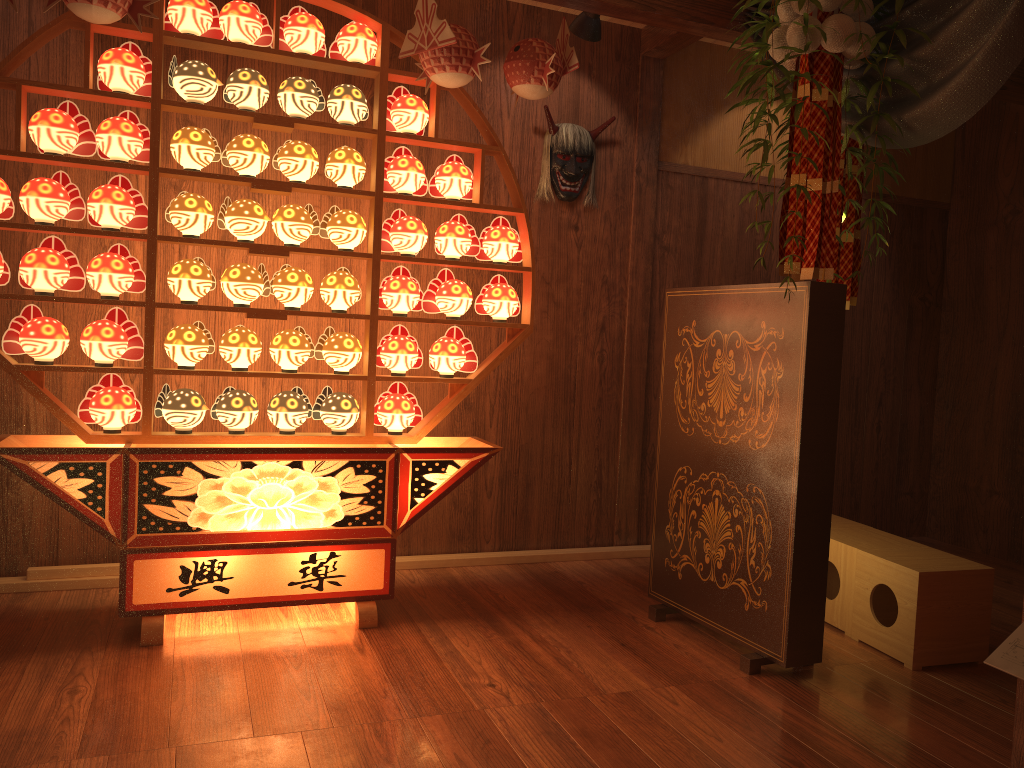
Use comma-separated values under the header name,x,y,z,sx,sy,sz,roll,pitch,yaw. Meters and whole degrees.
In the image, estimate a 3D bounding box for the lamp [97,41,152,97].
name,x,y,z,sx,sy,sz,roll,pitch,yaw
lamp,-1.267,-1.034,2.865,0.202,0.200,0.156,3,3,-7

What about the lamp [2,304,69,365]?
name,x,y,z,sx,sy,sz,roll,pitch,yaw
lamp,-1.495,-0.158,2.837,0.152,0.194,0.191,4,3,29

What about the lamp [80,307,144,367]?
name,x,y,z,sx,sy,sz,roll,pitch,yaw
lamp,-1.339,-0.156,2.895,0.200,0.200,0.157,3,3,3

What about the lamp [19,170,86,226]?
name,x,y,z,sx,sy,sz,roll,pitch,yaw
lamp,-1.488,-0.597,2.806,0.179,0.191,0.158,3,3,8

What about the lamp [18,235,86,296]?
name,x,y,z,sx,sy,sz,roll,pitch,yaw
lamp,-1.491,-0.381,2.817,0.203,0.200,0.155,2,3,-12

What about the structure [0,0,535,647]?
name,x,y,z,sx,sy,sz,roll,pitch,yaw
structure,-0.858,-0.275,3.092,2.010,2.195,0.478,2,3,-23

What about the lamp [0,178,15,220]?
name,x,y,z,sx,sy,sz,roll,pitch,yaw
lamp,-1.635,-0.599,2.743,0.196,0.187,0.151,0,4,-41

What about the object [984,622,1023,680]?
name,x,y,z,sx,sy,sz,roll,pitch,yaw
object,1.232,0.716,1.932,0.308,0.559,0.244,2,3,-22

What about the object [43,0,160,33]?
name,x,y,z,sx,sy,sz,roll,pitch,yaw
object,-1.232,-1.218,2.616,0.356,0.306,0.210,2,3,-22

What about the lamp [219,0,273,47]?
name,x,y,z,sx,sy,sz,roll,pitch,yaw
lamp,-0.926,-1.234,2.998,0.168,0.179,0.158,3,3,9

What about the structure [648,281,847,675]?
name,x,y,z,sx,sy,sz,roll,pitch,yaw
structure,0.788,0.285,3.104,0.278,1.250,0.778,2,3,-25

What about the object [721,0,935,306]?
name,x,y,z,sx,sy,sz,roll,pitch,yaw
object,0.967,-0.868,2.793,0.588,1.260,0.688,1,3,-32

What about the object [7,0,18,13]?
name,x,y,z,sx,sy,sz,roll,pitch,yaw
object,-1.538,-1.217,2.482,0.364,0.311,0.239,3,3,3

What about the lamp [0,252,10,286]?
name,x,y,z,sx,sy,sz,roll,pitch,yaw
lamp,-1.660,-0.384,2.746,0.196,0.195,0.152,1,4,-36

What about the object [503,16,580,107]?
name,x,y,z,sx,sy,sz,roll,pitch,yaw
object,0.080,-1.178,3.163,0.234,0.318,0.357,1,3,-26

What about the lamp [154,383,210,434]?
name,x,y,z,sx,sy,sz,roll,pitch,yaw
lamp,-1.109,0.086,3.015,0.155,0.167,0.140,3,3,9

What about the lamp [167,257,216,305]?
name,x,y,z,sx,sy,sz,roll,pitch,yaw
lamp,-1.092,-0.353,2.987,0.139,0.167,0.156,3,3,-1

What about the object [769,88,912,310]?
name,x,y,z,sx,sy,sz,roll,pitch,yaw
object,1.350,-0.900,3.776,0.769,1.260,0.523,1,4,-36

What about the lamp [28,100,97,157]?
name,x,y,z,sx,sy,sz,roll,pitch,yaw
lamp,-1.457,-0.820,2.804,0.200,0.200,0.157,3,3,3

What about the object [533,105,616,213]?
name,x,y,z,sx,sy,sz,roll,pitch,yaw
object,0.284,-1.015,4.069,0.373,0.453,0.134,2,3,-22

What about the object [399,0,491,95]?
name,x,y,z,sx,sy,sz,roll,pitch,yaw
object,-0.215,-1.175,3.039,0.249,0.314,0.352,0,4,-44

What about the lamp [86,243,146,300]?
name,x,y,z,sx,sy,sz,roll,pitch,yaw
lamp,-1.316,-0.372,2.891,0.184,0.192,0.155,3,3,-7

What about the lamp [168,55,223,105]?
name,x,y,z,sx,sy,sz,roll,pitch,yaw
lamp,-1.053,-1.012,2.969,0.158,0.167,0.138,3,3,-6

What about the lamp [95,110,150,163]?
name,x,y,z,sx,sy,sz,roll,pitch,yaw
lamp,-1.279,-0.812,2.876,0.191,0.195,0.156,3,3,-7

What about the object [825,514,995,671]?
name,x,y,z,sx,sy,sz,roll,pitch,yaw
object,1.318,0.748,3.577,0.333,0.330,1.265,2,3,-16

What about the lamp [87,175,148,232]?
name,x,y,z,sx,sy,sz,roll,pitch,yaw
lamp,-1.307,-0.595,2.879,0.202,0.200,0.156,3,3,-7

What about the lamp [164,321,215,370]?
name,x,y,z,sx,sy,sz,roll,pitch,yaw
lamp,-1.107,-0.133,2.998,0.138,0.167,0.158,3,3,9

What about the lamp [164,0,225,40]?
name,x,y,z,sx,sy,sz,roll,pitch,yaw
lamp,-1.068,-1.248,2.933,0.203,0.200,0.155,2,3,-12

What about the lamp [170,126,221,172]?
name,x,y,z,sx,sy,sz,roll,pitch,yaw
lamp,-1.075,-0.793,2.965,0.138,0.167,0.158,3,3,9

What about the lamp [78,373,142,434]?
name,x,y,z,sx,sy,sz,roll,pitch,yaw
lamp,-1.318,0.064,2.923,0.201,0.197,0.152,1,3,-32

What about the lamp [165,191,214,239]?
name,x,y,z,sx,sy,sz,roll,pitch,yaw
lamp,-1.074,-0.572,2.975,0.144,0.167,0.151,0,4,-41

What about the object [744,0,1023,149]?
name,x,y,z,sx,sy,sz,roll,pitch,yaw
object,1.191,-1.125,2.841,0.097,0.751,1.465,2,3,-20
